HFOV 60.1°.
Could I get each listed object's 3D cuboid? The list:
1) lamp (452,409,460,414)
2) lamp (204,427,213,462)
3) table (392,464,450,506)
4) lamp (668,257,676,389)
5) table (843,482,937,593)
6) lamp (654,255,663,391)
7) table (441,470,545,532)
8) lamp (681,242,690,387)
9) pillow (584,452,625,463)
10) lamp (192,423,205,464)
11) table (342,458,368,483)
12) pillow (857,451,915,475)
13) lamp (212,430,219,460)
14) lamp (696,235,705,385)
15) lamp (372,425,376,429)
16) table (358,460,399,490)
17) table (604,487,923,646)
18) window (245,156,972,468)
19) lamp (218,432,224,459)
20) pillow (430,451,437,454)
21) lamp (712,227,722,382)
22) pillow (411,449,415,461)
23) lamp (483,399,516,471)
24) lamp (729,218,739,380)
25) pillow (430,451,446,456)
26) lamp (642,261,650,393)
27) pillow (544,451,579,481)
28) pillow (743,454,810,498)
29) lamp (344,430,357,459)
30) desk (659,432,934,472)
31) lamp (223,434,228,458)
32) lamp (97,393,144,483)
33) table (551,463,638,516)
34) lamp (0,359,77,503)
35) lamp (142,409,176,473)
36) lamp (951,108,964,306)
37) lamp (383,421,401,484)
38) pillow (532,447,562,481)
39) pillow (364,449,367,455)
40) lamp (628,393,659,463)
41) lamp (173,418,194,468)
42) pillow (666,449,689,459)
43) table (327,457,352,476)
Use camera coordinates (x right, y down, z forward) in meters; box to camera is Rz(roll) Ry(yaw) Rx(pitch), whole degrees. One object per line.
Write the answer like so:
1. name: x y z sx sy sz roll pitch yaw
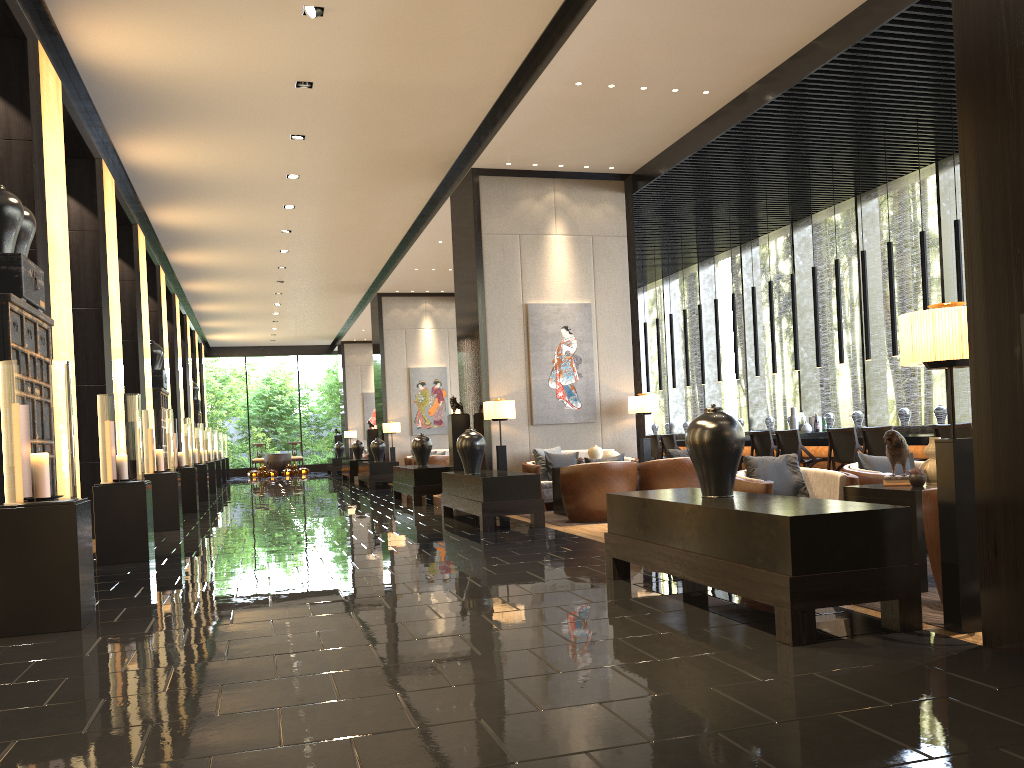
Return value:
1. lamp: -0.619 0.995 12.263 0.375 1.319 0.374 -3 0 28
2. lamp: -6.516 1.287 18.745 0.336 0.729 0.337 -3 -1 -14
3. table: -1.318 1.474 13.102 0.619 0.512 1.964 -2 -3 -16
4. lamp: 2.691 -1.130 14.980 0.060 2.420 0.060 -3 0 -21
5. table: 2.469 0.803 4.889 1.041 0.517 0.576 -2 -2 -16
6. lamp: 2.547 -1.093 15.485 0.060 2.420 0.060 -3 0 -21
7. table: -0.257 1.200 9.384 0.619 0.512 1.964 -2 -3 -16
8. lamp: 2.831 -1.166 14.491 0.060 2.420 0.060 -3 0 -21
9. pillow: 0.931 0.860 8.826 0.441 0.338 0.205 -2 -1 -9
10. lamp: -5.710 1.079 15.921 0.336 0.729 0.337 -3 -1 -14
11. table: -3.777 2.108 21.717 0.619 0.512 1.964 -2 -3 -16
12. pillow: 2.542 0.615 6.012 0.441 0.338 0.205 -2 -1 -9
13. lamp: -7.321 1.495 21.568 0.336 0.729 0.337 -3 -1 -14
14. lamp: 2.972 -1.202 13.998 0.060 2.420 0.060 -3 0 -21
15. lamp: -3.069 1.611 20.846 0.375 1.350 0.375 -3 0 3
16. table: -2.716 1.834 17.999 0.619 0.512 1.964 -2 -3 -16
17. table: 1.127 0.843 4.533 0.619 0.512 1.964 -2 -3 -16
18. window: -2.184 -0.182 15.693 12.045 4.224 31.946 -2 -3 -16
19. lamp: -8.127 1.703 24.392 0.336 0.729 0.337 -3 -1 -14
20. pillow: -1.835 1.598 19.115 0.471 0.361 0.219 -2 -1 -19
21. lamp: 3.113 -1.239 13.504 0.060 2.420 0.060 -3 0 -21
22. pillow: -1.975 1.591 19.237 0.432 0.399 0.201 -1 -1 -38
23. lamp: -0.123 0.853 10.524 0.375 1.347 0.374 -3 0 35
24. lamp: 3.254 -1.275 13.008 0.060 2.420 0.060 -3 0 -21
25. pillow: -1.504 1.489 17.358 0.441 0.338 0.205 -2 -1 -9
26. lamp: 2.406 -1.056 15.979 0.060 2.420 0.060 -3 0 -21
27. pillow: 0.600 0.969 10.583 0.471 0.361 0.219 -2 -1 -19
28. pillow: 1.717 0.636 5.775 0.398 0.362 0.222 -2 -1 -15
29. lamp: -5.041 2.120 27.755 0.375 1.350 0.375 -3 0 14
30. desk: 2.149 1.389 16.373 1.779 0.759 28.788 -2 -4 -16
31. lamp: -8.933 1.911 27.216 0.336 0.729 0.337 -2 -1 -29
32. lamp: -3.292 0.455 7.450 0.336 0.729 0.337 -2 -1 -43
33. table: 1.039 1.173 9.902 1.041 0.517 0.576 -2 -2 -16
34. lamp: -2.499 0.250 4.672 0.336 0.729 0.337 -3 -1 -7
35. lamp: -4.098 0.663 10.274 0.336 0.729 0.337 -2 -1 -43
36. lamp: 4.444 -1.582 8.838 0.060 2.420 0.060 -3 0 -21
37. lamp: -2.573 1.483 19.107 0.375 1.350 0.375 -3 0 3
38. pillow: 0.459 0.963 10.705 0.432 0.399 0.201 -1 -1 -38
39. pillow: -4.452 2.230 27.916 0.432 0.399 0.201 -1 -1 -38
40. lamp: 1.665 0.797 11.036 0.375 1.350 0.375 -3 0 14
41. lamp: -4.904 0.871 13.097 0.336 0.729 0.337 -3 -1 -11
42. pillow: 1.755 0.832 9.064 0.398 0.362 0.222 -2 -1 -15
43. table: -5.181 2.471 26.637 0.619 0.512 1.964 -2 -3 -16
